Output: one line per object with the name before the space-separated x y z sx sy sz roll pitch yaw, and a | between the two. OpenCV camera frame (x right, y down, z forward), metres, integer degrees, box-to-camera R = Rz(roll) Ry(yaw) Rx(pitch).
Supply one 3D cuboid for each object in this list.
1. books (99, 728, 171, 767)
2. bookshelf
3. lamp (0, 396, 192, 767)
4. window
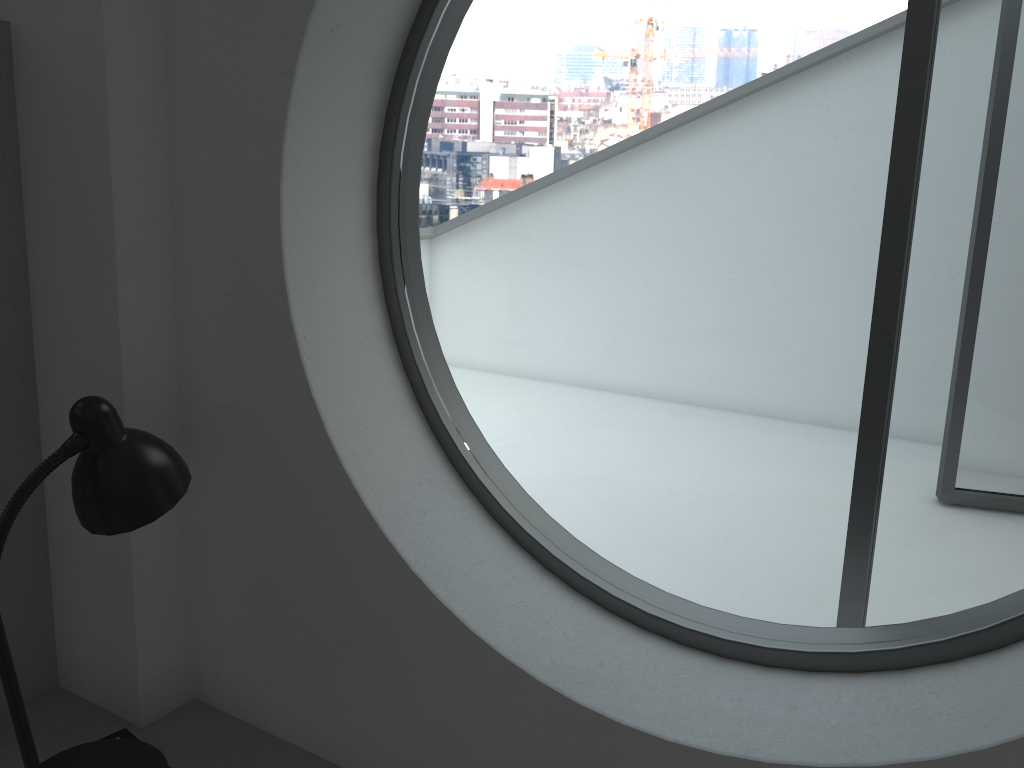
books | -0.683 0.684 1.423 0.286 0.031 0.270 13 17 39
bookshelf | -2.971 0.475 0.522 2.112 1.869 4.350 9 15 30
lamp | -0.648 0.343 1.382 0.323 0.656 0.234 -9 16 -43
window | 0.384 -0.257 1.445 1.473 1.462 0.104 9 13 30
